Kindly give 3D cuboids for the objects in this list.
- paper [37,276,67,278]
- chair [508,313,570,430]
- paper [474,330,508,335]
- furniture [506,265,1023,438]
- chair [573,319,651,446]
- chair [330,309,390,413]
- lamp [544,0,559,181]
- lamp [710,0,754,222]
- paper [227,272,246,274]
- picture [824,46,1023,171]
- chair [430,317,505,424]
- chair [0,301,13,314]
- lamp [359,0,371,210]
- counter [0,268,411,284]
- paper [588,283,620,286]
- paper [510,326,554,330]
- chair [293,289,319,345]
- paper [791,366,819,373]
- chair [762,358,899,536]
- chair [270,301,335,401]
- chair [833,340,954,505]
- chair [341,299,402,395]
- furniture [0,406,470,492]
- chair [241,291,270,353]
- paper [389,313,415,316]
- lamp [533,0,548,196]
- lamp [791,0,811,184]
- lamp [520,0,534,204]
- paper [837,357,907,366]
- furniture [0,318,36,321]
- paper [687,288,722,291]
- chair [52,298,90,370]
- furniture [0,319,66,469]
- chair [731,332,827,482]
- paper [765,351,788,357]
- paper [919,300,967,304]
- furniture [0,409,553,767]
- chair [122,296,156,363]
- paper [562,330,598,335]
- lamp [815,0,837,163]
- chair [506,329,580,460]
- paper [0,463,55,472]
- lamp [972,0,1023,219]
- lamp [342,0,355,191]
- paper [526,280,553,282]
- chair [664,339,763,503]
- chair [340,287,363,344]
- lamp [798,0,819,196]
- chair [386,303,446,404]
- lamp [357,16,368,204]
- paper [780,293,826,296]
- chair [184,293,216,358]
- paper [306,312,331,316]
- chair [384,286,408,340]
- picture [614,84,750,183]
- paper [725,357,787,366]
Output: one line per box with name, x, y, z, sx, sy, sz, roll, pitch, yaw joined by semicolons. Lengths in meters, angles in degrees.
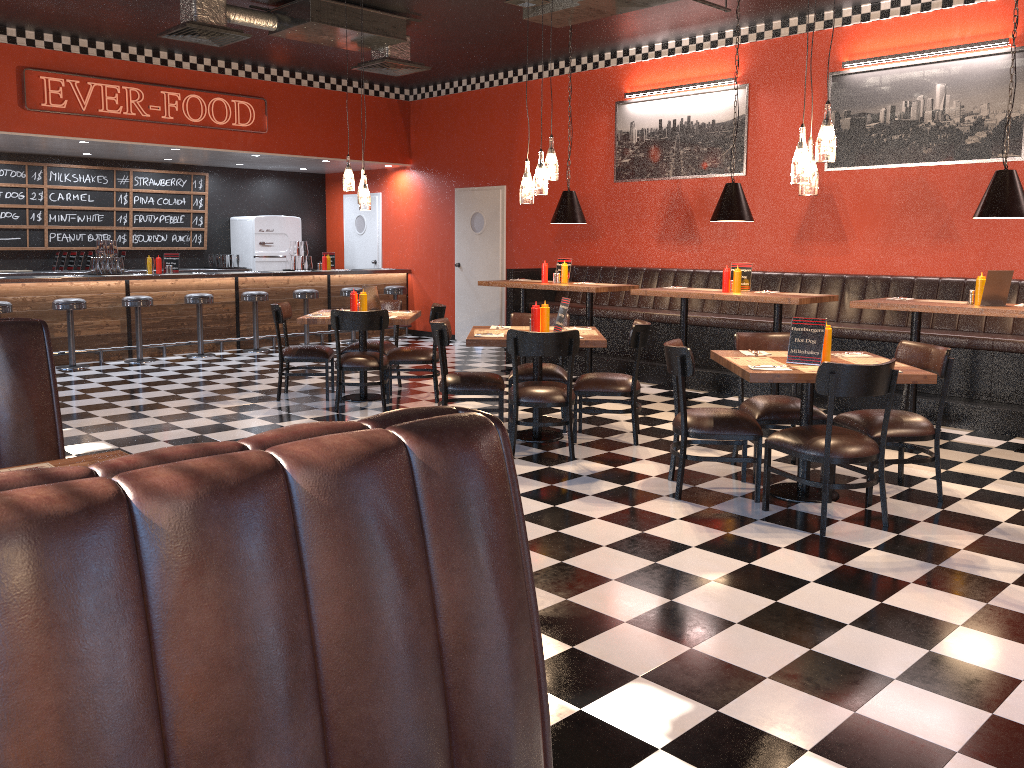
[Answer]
paper;-5.255;-1.226;10.139;0.366;0.001;0.262;-8;13;-43
chair;0.213;-0.119;7.028;0.486;0.863;0.547;1;7;3
paper;-0.147;-0.382;6.519;0.261;0.001;0.367;0;9;-2
furniture;3.384;-0.363;7.782;1.107;1.143;8.784;-7;12;-44
chair;0.734;-0.029;6.493;0.544;0.863;0.489;2;7;9
chair;-1.291;-0.222;7.610;0.486;0.863;0.547;0;7;-5
lamp;0.288;-2.442;6.285;0.108;1.955;0.109;2;7;17
lamp;1.951;-2.448;7.716;0.382;2.033;0.384;0;7;-3
paper;-3.649;-1.463;11.671;0.262;0.001;0.366;8;12;41
picture;3.693;-2.447;8.014;0.023;0.935;1.775;-6;11;-44
chair;-0.327;-0.038;6.509;0.544;0.863;0.489;0;7;-2
chair;-5.469;-0.488;9.385;0.348;0.770;0.350;1;7;5
lamp;-1.306;-2.524;7.803;0.108;1.955;0.109;1;7;2
counter;-4.286;-1.378;11.280;7.060;0.050;0.677;-9;13;-44
paper;0.958;-1.027;9.148;0.261;0.001;0.366;-8;12;-41
paper;0.155;-0.433;6.847;0.365;0.001;0.262;0;9;-1
chair;-2.786;-0.895;12.002;0.349;0.770;0.349;-7;10;-44
paper;1.700;-0.077;4.706;0.365;0.001;0.262;0;9;-1
chair;1.664;0.283;4.597;0.487;0.863;0.547;-2;8;-21
chair;-1.926;-0.311;8.132;0.544;0.863;0.489;0;7;-5
chair;2.204;0.202;5.116;0.544;0.863;0.489;-1;7;-7
chair;-1.340;-0.376;8.562;0.486;0.863;0.547;2;8;12
furniture;-0.927;0.655;1.304;1.714;1.148;0.708;-8;11;-44
chair;-3.322;-0.813;11.478;0.348;0.770;0.350;0;7;0
paper;-1.019;-0.629;8.016;0.261;0.001;0.367;0;9;0
lamp;0.210;-2.314;6.194;0.108;1.955;0.109;0;7;-2
lamp;1.598;-2.076;4.776;0.108;1.955;0.109;4;8;27
lamp;0.114;-2.269;6.278;0.108;1.955;0.109;-4;8;-33
paper;2.043;-0.126;5.020;0.261;0.001;0.367;0;9;-1
furniture;-2.600;0.371;2.996;1.714;1.148;0.708;-8;11;-44
paper;1.816;-0.885;8.301;0.261;0.001;0.366;-8;12;-41
chair;-4.932;-0.570;9.909;0.348;0.770;0.350;1;7;5
furniture;-2.106;0.455;2.496;1.714;1.148;0.708;-8;11;-44
chair;1.673;0.123;5.590;0.486;0.863;0.547;0;7;-5
paper;1.693;-0.180;5.343;0.365;0.001;0.262;1;9;2
paper;3.326;-0.632;6.792;0.261;0.001;0.366;-8;12;-41
furniture;-0.433;0.739;0.803;1.714;1.148;0.708;-8;11;-44
chair;-4.396;-0.651;10.432;0.348;0.770;0.350;0;7;-4
paper;0.494;-0.380;6.533;0.261;0.001;0.367;1;9;1
lamp;1.704;-2.174;4.686;0.108;1.955;0.109;1;7;2
chair;0.205;0.042;6.035;0.486;0.863;0.547;0;7;1
paper;-1.433;0.271;2.433;0.366;0.001;0.262;-8;12;-42
lamp;3.485;-2.188;6.164;0.382;2.033;0.384;0;7;-3
lamp;-1.463;-2.707;7.859;0.109;1.955;0.109;5;8;37
paper;0.291;-1.142;9.834;0.261;0.001;0.366;-8;12;-41
chair;1.143;0.193;5.132;0.544;0.863;0.489;1;7;5
chair;-2.249;-0.976;12.525;0.349;0.770;0.349;-5;9;-39
lamp;1.675;-2.033;4.878;0.108;1.955;0.109;-4;8;-33
chair;-0.868;-0.289;8.042;0.544;0.863;0.489;0;7;-5
lamp;-1.340;-2.602;7.914;0.108;1.955;0.109;5;8;32
paper;2.510;-0.773;7.632;0.261;0.001;0.366;-8;12;-41
chair;-3.859;-0.732;10.955;0.348;0.770;0.350;0;7;0
paper;-1.688;-0.633;8.018;0.261;0.001;0.367;0;9;1
chair;-1.712;-1.057;13.048;0.348;0.770;0.350;0;7;0
picture;1.844;-2.761;9.885;0.023;0.935;1.775;-6;11;-44
paper;1.373;-0.128;5.009;0.261;0.001;0.367;0;9;0
